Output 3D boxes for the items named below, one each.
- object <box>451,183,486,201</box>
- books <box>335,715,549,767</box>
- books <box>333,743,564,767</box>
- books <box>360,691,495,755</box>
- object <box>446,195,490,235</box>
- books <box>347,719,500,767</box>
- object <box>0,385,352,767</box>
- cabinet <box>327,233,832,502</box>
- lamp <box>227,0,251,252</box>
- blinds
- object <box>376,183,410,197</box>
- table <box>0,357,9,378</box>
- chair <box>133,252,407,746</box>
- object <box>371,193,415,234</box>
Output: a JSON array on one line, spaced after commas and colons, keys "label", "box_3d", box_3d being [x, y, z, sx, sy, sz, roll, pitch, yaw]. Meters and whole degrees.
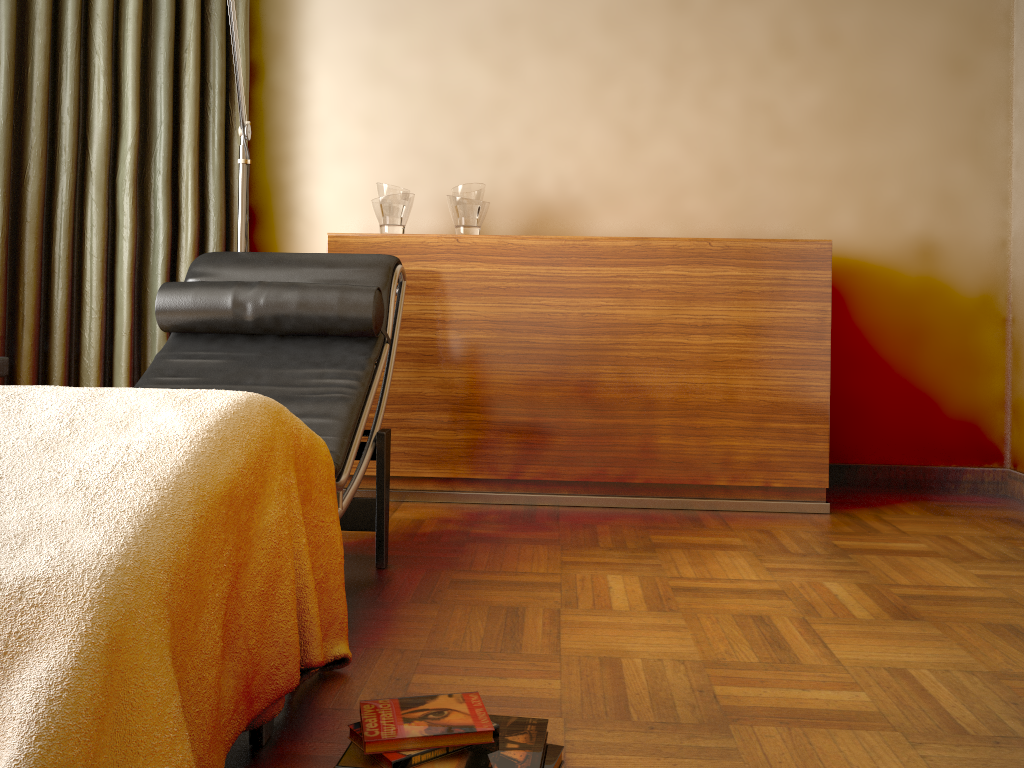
[{"label": "object", "box_3d": [-0.155, -0.629, 3.116, 0.122, 0.150, 0.122, 1, 2, -18]}, {"label": "books", "box_3d": [-0.089, 0.506, 1.222, 0.264, 0.020, 0.189, 2, 5, 7]}, {"label": "books", "box_3d": [-0.089, 0.528, 1.205, 0.280, 0.022, 0.200, 2, 5, 17]}, {"label": "books", "box_3d": [-0.121, 0.468, 1.227, 0.173, 0.018, 0.124, 0, 5, -13]}, {"label": "object", "box_3d": [-0.155, -0.590, 3.115, 0.155, 0.154, 0.156, 1, 2, -7]}, {"label": "books", "box_3d": [-0.123, 0.486, 1.234, 0.173, 0.018, 0.124, -2, 6, -38]}, {"label": "object", "box_3d": [-0.692, 0.274, 1.239, 0.917, 0.520, 0.911, 1, 3, 3]}, {"label": "cabinet", "box_3d": [0.216, -0.076, 3.134, 1.674, 0.863, 0.416, 1, 0, 3]}, {"label": "lamp", "box_3d": [-0.702, -0.482, 2.058, 0.452, 1.967, 1.416, 1, 1, 6]}, {"label": "blinds", "box_3d": [-1.551, -0.855, 2.754, 1.532, 2.453, 0.224, 0, 0, -42]}, {"label": "object", "box_3d": [-0.423, -0.635, 3.129, 0.122, 0.150, 0.123, 1, 2, -15]}, {"label": "table", "box_3d": [-1.367, -0.021, 1.721, 0.517, 0.045, 0.501, 1, 5, -6]}, {"label": "chair", "box_3d": [-0.646, 0.084, 1.768, 0.635, 0.796, 1.793, 1, 4, 3]}, {"label": "object", "box_3d": [-0.423, -0.596, 3.129, 0.156, 0.154, 0.156, -1, 3, -40]}]
